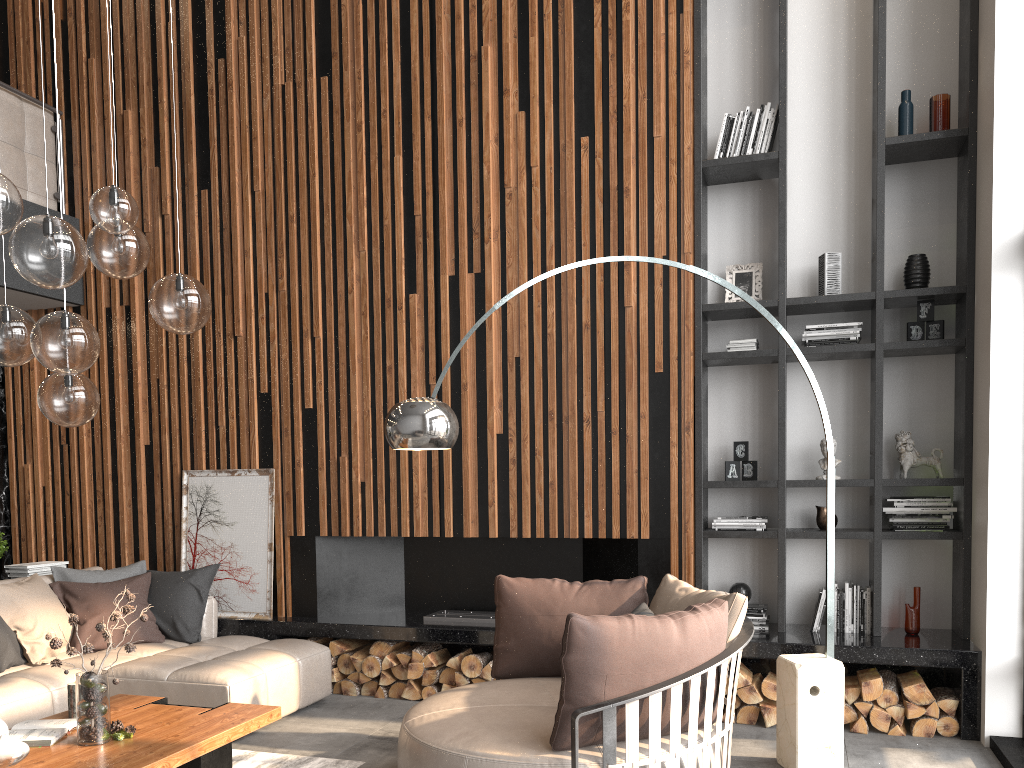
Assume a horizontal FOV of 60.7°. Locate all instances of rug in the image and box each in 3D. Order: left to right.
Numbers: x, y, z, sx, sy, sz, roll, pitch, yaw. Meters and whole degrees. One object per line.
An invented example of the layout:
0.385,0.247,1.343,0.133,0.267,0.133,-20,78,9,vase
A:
-1.813,1.749,3.403,1.608,0.020,2.306,-3,-7,18,rug

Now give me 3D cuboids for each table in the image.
-1.684,1.573,3.384,0.897,0.355,1.457,-2,-6,18,table

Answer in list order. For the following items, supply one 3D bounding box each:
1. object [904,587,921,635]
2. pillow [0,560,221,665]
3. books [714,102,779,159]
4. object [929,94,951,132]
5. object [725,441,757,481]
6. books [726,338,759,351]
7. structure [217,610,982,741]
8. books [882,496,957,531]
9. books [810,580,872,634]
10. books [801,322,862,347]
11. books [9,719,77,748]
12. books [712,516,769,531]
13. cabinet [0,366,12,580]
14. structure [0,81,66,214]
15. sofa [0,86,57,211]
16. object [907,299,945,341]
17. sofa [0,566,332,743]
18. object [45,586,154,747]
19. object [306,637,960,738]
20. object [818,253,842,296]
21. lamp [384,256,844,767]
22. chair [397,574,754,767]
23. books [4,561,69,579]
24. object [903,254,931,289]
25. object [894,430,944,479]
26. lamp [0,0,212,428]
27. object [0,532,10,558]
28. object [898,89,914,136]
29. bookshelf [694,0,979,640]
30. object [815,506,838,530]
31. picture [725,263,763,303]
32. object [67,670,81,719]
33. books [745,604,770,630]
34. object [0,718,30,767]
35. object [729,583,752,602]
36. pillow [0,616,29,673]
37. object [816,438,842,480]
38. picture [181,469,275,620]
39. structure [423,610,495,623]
2.251,1.274,4.920,0.081,0.267,0.081,1,3,40,object
-2.512,1.394,5.353,1.384,0.549,0.763,4,-5,-41,pillow
1.361,-1.428,5.079,0.367,0.301,0.185,-2,0,18,books
2.332,-1.445,4.774,0.101,0.231,0.102,-1,1,3,object
1.364,0.460,5.213,0.188,0.236,0.059,-1,2,16,object
1.365,-0.210,5.169,0.175,0.072,0.328,-2,-6,17,books
-0.619,1.769,5.764,6.529,0.461,0.668,-3,-4,18,structure
2.278,0.728,4.922,0.373,0.191,0.218,-2,-3,18,books
1.901,1.286,5.070,0.333,0.289,0.174,-2,0,18,books
1.825,-0.262,5.006,0.322,0.129,0.219,-2,-4,18,books
-1.898,1.396,3.517,0.231,0.039,0.344,0,-6,-4,books
1.358,0.828,5.205,0.322,0.078,0.219,-3,-6,18,books
-6.161,0.471,5.951,6.201,3.259,3.624,-2,-2,18,cabinet
-5.392,-1.675,4.704,3.375,0.741,4.235,-3,-6,18,structure
-4.604,-1.613,5.504,2.286,0.783,2.284,-3,-6,18,sofa
2.273,-0.341,4.813,0.188,0.234,0.059,-1,2,21,object
-2.466,1.450,4.286,1.875,0.819,3.254,-2,-6,18,sofa
-1.635,1.116,3.540,0.317,0.604,0.543,-1,-1,-11,object
0.459,1.760,5.231,4.037,0.393,0.436,-3,-3,19,object
1.815,-0.607,4.996,0.104,0.261,0.104,-1,2,-2,object
0.469,0.609,3.864,2.032,2.346,0.318,-1,3,-5,lamp
0.262,1.313,3.736,1.447,0.902,1.481,-4,-5,45,chair
-3.132,1.260,5.779,0.199,0.150,0.333,-2,-5,19,books
2.258,-0.605,4.882,0.141,0.219,0.140,-1,0,9,object
2.294,0.395,4.934,0.252,0.282,0.130,-1,1,10,object
-1.728,-2.365,3.209,1.231,5.019,1.223,0,3,15,lamp
-3.292,1.095,5.431,0.309,0.410,0.271,-1,0,-22,object
2.169,-1.465,4.821,0.078,0.295,0.078,-2,3,-36,object
1.795,-1.233,4.971,1.459,5.339,0.335,0,3,18,bookshelf
1.830,0.777,5.093,0.102,0.143,0.100,-1,0,-34,object
1.378,-0.582,5.198,0.216,0.272,0.114,-1,1,19,picture
-1.862,1.343,3.816,0.077,0.212,0.153,0,0,29,object
1.373,1.390,5.258,0.338,0.128,0.219,-2,-4,18,books
-1.933,1.172,3.113,0.320,0.399,0.315,-1,-1,37,object
1.368,1.260,5.248,0.134,0.133,0.135,-1,-2,-2,object
-3.044,1.253,4.069,0.542,0.498,1.947,-1,-6,17,pillow
1.824,0.432,5.049,0.136,0.246,0.138,-1,1,-31,object
-1.921,1.074,5.902,0.729,1.003,0.100,-1,3,18,picture
-0.188,1.528,5.679,0.710,0.103,0.300,-3,-6,18,structure
